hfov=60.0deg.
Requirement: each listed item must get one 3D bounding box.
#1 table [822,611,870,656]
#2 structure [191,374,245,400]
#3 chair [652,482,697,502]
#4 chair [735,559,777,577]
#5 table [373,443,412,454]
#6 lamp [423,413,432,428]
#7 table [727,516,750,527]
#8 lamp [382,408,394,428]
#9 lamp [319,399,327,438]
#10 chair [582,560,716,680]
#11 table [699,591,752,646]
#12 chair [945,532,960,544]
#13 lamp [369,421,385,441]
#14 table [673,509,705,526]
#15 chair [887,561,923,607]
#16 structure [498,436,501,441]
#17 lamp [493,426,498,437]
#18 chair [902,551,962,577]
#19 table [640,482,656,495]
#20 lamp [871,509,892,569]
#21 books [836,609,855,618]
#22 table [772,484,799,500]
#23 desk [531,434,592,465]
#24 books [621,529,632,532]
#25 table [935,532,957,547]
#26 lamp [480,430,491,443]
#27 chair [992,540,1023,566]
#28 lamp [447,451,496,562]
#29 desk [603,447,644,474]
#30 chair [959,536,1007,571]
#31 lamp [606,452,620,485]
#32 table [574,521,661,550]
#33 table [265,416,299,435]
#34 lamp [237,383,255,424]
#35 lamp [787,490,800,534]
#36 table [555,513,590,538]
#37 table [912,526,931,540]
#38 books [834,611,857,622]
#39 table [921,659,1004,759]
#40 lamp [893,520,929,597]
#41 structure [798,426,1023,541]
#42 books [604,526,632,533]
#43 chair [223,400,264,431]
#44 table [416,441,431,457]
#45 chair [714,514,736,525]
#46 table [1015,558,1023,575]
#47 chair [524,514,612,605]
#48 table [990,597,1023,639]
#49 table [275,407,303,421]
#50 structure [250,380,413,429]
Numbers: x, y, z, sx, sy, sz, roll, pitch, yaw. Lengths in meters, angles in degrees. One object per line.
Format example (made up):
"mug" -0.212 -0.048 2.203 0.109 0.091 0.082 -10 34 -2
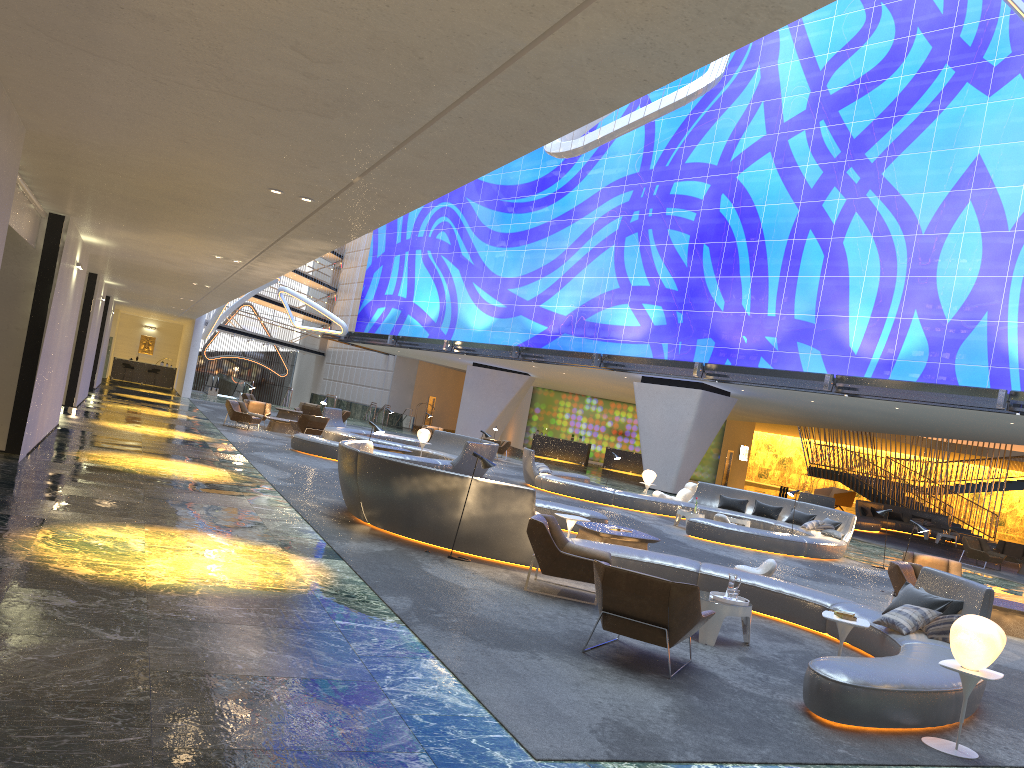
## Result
"table" 2.778 2.289 7.569 0.427 0.595 0.419 10 -1 21
"structure" -19.965 3.224 55.303 3.023 8.237 19.793 11 -2 -23
"chair" 4.498 3.080 24.329 1.157 0.882 0.729 11 -1 -4
"chair" 3.367 2.632 12.246 0.586 0.501 0.492 10 -1 11
"table" -3.310 1.852 23.392 1.206 0.392 1.201 11 -2 -23
"lamp" -3.568 1.822 36.615 0.384 1.300 0.202 10 0 -6
"table" 5.163 3.311 20.668 0.673 0.406 0.671 11 -2 -4
"lamp" -4.290 1.456 30.104 0.384 1.300 0.202 10 0 -6
"lamp" -5.669 1.069 26.365 0.202 1.300 0.384 10 0 -6
"chair" 1.125 1.911 7.366 0.927 0.766 0.941 10 -1 27
"table" 1.989 2.300 8.730 0.672 0.406 0.672 11 -2 -27
"chair" 16.471 5.793 33.249 0.491 0.501 0.586 11 -1 -6
"lamp" -2.290 1.252 14.145 0.383 1.300 0.202 10 0 26
"table" 3.923 3.053 19.827 0.669 0.406 0.675 10 -2 29
"chair" 5.688 2.921 12.172 0.932 0.766 0.936 12 -2 -45
"structure" -0.780 2.487 51.264 1.025 2.051 0.770 11 -1 -45
"lamp" -0.730 2.272 34.626 0.202 1.300 0.384 10 0 -6
"chair" 6.818 3.210 14.433 0.928 0.766 0.941 10 -1 18
"table" 3.758 3.091 24.917 0.426 0.595 0.419 10 -1 41
"lamp" 7.932 3.307 19.058 0.383 1.300 0.202 10 0 21
"books" 2.854 1.960 7.580 0.133 0.022 0.189 9 -2 28
"table" 14.580 5.837 47.574 1.239 0.727 2.313 10 -2 25
"desk" 2.553 3.406 46.389 2.972 1.097 0.815 10 -1 15
"books" 1.703 2.203 13.350 0.134 0.012 0.188 12 -2 -33
"table" 15.968 5.724 32.583 0.673 0.406 0.671 12 -2 -36
"lamp" -0.796 1.832 22.656 0.384 1.300 0.202 10 0 -6
"chair" 14.919 5.130 26.465 0.927 0.766 0.942 9 -2 38
"lamp" -0.467 1.458 10.534 0.385 1.300 0.201 11 0 -23
"desk" 6.369 4.113 46.544 2.973 1.097 0.815 10 -1 13
"chair" 13.101 4.734 24.729 0.931 0.766 0.937 11 -1 -25
"lamp" 2.790 2.571 24.895 0.383 1.300 0.202 10 0 43
"table" 1.497 2.374 13.279 1.206 0.392 1.201 11 -2 -23
"table" -7.092 1.306 27.542 1.206 0.392 1.201 11 -2 -23
"lamp" -8.507 0.618 28.354 0.384 1.300 0.202 10 0 -6
"lamp" 6.616 3.137 21.066 0.385 1.300 0.201 11 0 -30
"table" 0.749 2.071 11.872 0.419 0.595 0.426 11 -1 -27
"table" 15.742 5.736 34.081 0.669 0.406 0.675 10 -2 21
"books" 2.853 1.986 7.582 0.128 0.030 0.182 10 -2 -1
"table" 3.239 2.341 6.391 0.426 0.595 0.419 10 -1 41
"lamp" 6.552 2.892 14.559 0.383 1.300 0.202 10 0 29
"structure" 22.368 4.535 40.740 12.009 6.246 16.459 11 -2 -23
"books" 1.604 2.179 13.350 0.395 0.039 0.301 11 -2 -9
"chair" -7.870 0.922 25.925 0.937 0.766 0.931 10 -1 10
"table" -2.537 1.932 24.852 0.419 0.595 0.427 11 -1 -24
"chair" 5.013 3.218 20.169 0.584 0.501 1.790 10 -2 31
"table" 14.836 5.245 24.981 1.200 0.392 1.207 9 -2 32
"chair" 0.611 1.898 9.662 0.937 0.766 0.931 10 -1 10
"table" 7.234 3.419 13.018 1.201 0.392 1.205 10 -2 13
"table" -9.023 1.252 35.955 1.203 0.392 1.203 11 -2 -5
"structure" -14.325 4.400 58.238 9.326 8.398 19.697 11 -2 -23
